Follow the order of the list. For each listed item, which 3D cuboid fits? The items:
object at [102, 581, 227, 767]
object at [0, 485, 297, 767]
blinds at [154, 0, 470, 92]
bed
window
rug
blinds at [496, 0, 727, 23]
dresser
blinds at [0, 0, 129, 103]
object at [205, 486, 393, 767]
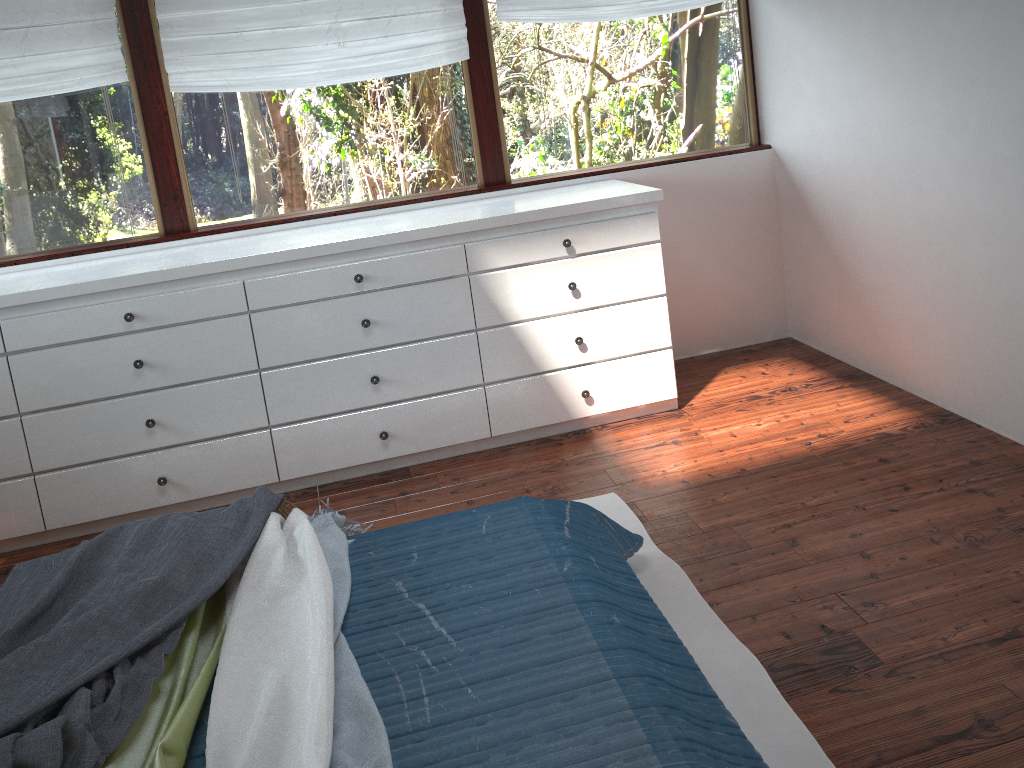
[{"bbox_3d":[-0.528,0.816,1.220,0.495,0.431,2.173,-11,18,-13],"label":"object"},{"bbox_3d":[-0.769,0.696,1.207,0.629,0.392,2.210,-8,18,-1],"label":"object"},{"bbox_3d":[-0.798,-1.536,3.543,1.233,0.627,0.055,-11,9,-11],"label":"blinds"},{"bbox_3d":[-0.747,0.672,1.196,2.587,0.744,2.214,-11,18,-9],"label":"bed"},{"bbox_3d":[1.703,-1.273,1.496,8.343,1.872,5.451,-11,18,-11],"label":"window"},{"bbox_3d":[-0.236,0.906,1.355,1.810,0.047,2.807,-11,19,-10],"label":"rug"},{"bbox_3d":[0.503,-1.856,3.797,1.227,0.508,0.055,-11,9,-11],"label":"blinds"},{"bbox_3d":[-0.940,-0.099,3.335,3.132,0.856,0.634,-11,13,-11],"label":"dresser"},{"bbox_3d":[-2.131,-1.313,3.269,1.248,0.540,0.055,-11,9,-11],"label":"blinds"},{"bbox_3d":[-0.177,0.704,1.250,0.540,0.362,2.224,-11,18,-14],"label":"object"}]
